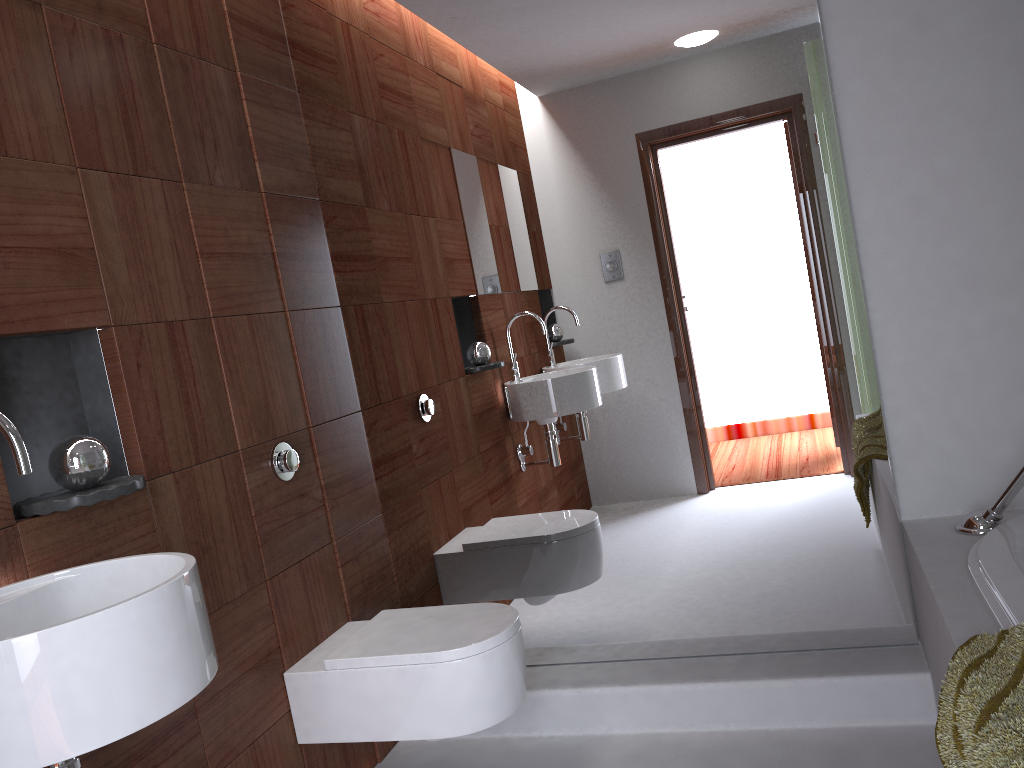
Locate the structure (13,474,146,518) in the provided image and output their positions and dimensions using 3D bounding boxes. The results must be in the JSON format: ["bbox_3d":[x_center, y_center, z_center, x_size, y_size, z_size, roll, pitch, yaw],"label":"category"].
[{"bbox_3d":[-0.793,0.205,1.636,0.222,0.023,0.220,-10,4,8],"label":"structure"}]

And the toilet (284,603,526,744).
[{"bbox_3d":[-0.221,0.743,2.191,0.547,0.284,0.329,-9,4,18],"label":"toilet"}]

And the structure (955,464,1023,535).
[{"bbox_3d":[1.135,0.256,2.039,0.112,0.257,0.239,-14,5,-40],"label":"structure"}]

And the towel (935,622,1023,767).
[{"bbox_3d":[0.771,0.636,1.095,0.349,0.452,0.890,-10,4,13],"label":"towel"}]

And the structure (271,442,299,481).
[{"bbox_3d":[-0.566,0.195,2.238,0.034,0.098,0.098,-9,4,18],"label":"structure"}]

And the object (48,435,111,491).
[{"bbox_3d":[-0.979,0.222,1.037,0.104,0.104,1.350,-9,4,18],"label":"object"}]

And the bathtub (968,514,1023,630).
[{"bbox_3d":[1.250,0.554,1.278,0.881,0.424,1.683,-9,4,18],"label":"bathtub"}]

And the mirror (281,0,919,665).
[{"bbox_3d":[0.175,-0.297,2.430,1.433,2.183,0.019,-9,4,18],"label":"mirror"}]

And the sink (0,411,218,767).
[{"bbox_3d":[-0.662,0.365,1.285,0.417,0.715,0.415,-9,4,18],"label":"sink"}]
